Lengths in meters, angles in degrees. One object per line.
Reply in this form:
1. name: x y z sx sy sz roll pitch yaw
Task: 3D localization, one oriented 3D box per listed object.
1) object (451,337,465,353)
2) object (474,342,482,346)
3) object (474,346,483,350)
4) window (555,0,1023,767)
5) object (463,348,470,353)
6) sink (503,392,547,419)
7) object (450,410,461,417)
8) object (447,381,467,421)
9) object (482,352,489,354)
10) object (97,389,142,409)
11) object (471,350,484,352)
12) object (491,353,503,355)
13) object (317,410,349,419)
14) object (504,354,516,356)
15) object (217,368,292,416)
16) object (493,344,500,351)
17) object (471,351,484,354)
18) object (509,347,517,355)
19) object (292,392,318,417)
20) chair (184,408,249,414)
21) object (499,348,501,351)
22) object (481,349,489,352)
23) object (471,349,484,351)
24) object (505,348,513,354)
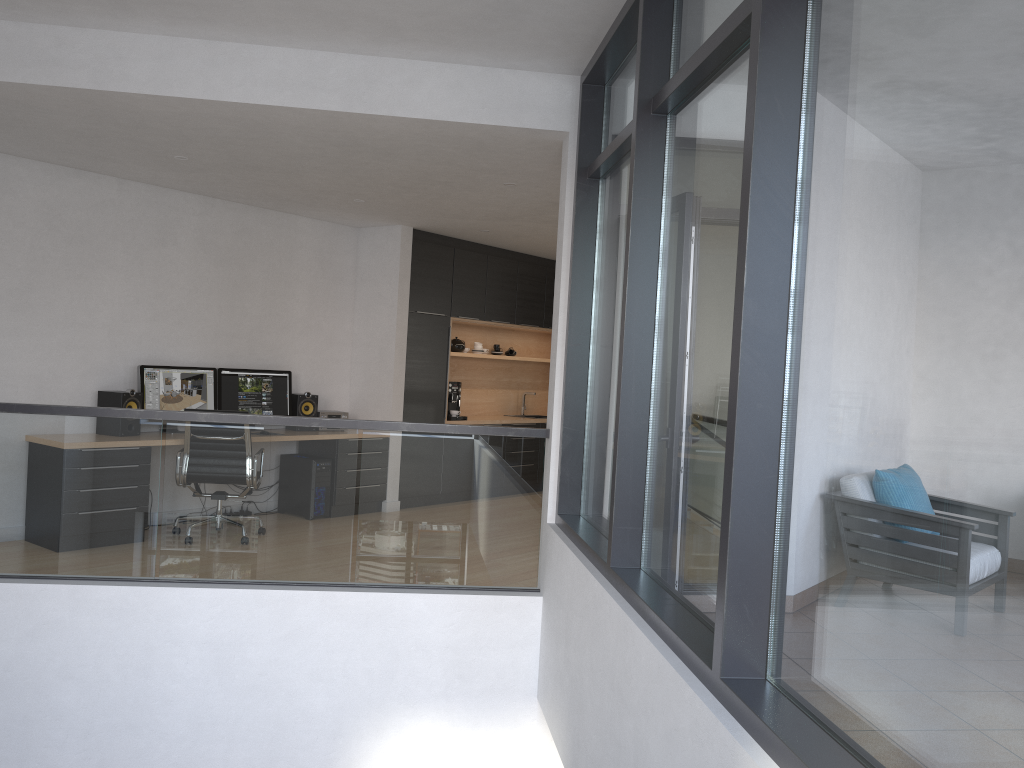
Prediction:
1. object: -0.606 -0.429 9.665 0.240 0.171 0.213 3 1 -15
2. object: -0.379 -0.431 9.897 0.095 0.075 0.098 2 1 -40
3. object: -0.381 -0.397 9.902 0.095 0.057 0.099 3 1 10
4. window: 0.679 -0.381 2.288 0.170 2.402 5.002 3 1 -7
5. object: -0.521 -0.371 9.869 0.099 0.057 0.095 3 1 -5
6. sink: 0.293 0.363 10.630 0.512 0.518 0.626 4 1 38
7. object: -0.597 0.306 9.170 0.099 0.057 0.095 4 1 41
8. object: -0.641 0.167 9.427 0.584 0.398 0.618 4 1 38
9. object: -0.332 -0.349 10.134 0.145 0.025 0.145 2 1 -38
10. object: -2.963 0.208 6.701 0.249 0.354 0.198 4 1 23
11. object: -0.382 -0.359 9.901 0.145 0.025 0.145 4 1 25
12. object: -0.176 -0.342 10.194 0.145 0.025 0.145 2 1 -38
13. object: -1.705 0.340 8.230 0.285 0.174 0.270 2 1 -37
14. object: -0.020 -0.337 10.433 0.145 0.025 0.145 4 1 41
15. object: -2.242 0.140 7.692 0.190 0.535 0.716 4 1 43
16. object: -0.176 -0.408 10.187 0.066 0.092 0.084 3 1 7
17. object: -0.383 -0.348 9.898 0.145 0.025 0.145 4 1 25
18. object: 0.009 -0.386 10.459 0.066 0.093 0.100 2 1 -42
19. object: -1.907 0.242 8.061 0.198 0.354 0.249 2 1 -37
20. chair: -2.244 0.677 6.790 0.664 0.991 0.699 3 1 -1
21. object: -0.163 -0.377 10.339 0.084 0.092 0.066 4 1 44
22. object: -0.332 -0.374 10.134 0.099 0.057 0.095 4 1 36
23. object: -0.382 -0.372 9.898 0.145 0.025 0.145 4 1 25
24. object: -0.036 -0.382 10.414 0.066 0.093 0.100 2 1 -37
